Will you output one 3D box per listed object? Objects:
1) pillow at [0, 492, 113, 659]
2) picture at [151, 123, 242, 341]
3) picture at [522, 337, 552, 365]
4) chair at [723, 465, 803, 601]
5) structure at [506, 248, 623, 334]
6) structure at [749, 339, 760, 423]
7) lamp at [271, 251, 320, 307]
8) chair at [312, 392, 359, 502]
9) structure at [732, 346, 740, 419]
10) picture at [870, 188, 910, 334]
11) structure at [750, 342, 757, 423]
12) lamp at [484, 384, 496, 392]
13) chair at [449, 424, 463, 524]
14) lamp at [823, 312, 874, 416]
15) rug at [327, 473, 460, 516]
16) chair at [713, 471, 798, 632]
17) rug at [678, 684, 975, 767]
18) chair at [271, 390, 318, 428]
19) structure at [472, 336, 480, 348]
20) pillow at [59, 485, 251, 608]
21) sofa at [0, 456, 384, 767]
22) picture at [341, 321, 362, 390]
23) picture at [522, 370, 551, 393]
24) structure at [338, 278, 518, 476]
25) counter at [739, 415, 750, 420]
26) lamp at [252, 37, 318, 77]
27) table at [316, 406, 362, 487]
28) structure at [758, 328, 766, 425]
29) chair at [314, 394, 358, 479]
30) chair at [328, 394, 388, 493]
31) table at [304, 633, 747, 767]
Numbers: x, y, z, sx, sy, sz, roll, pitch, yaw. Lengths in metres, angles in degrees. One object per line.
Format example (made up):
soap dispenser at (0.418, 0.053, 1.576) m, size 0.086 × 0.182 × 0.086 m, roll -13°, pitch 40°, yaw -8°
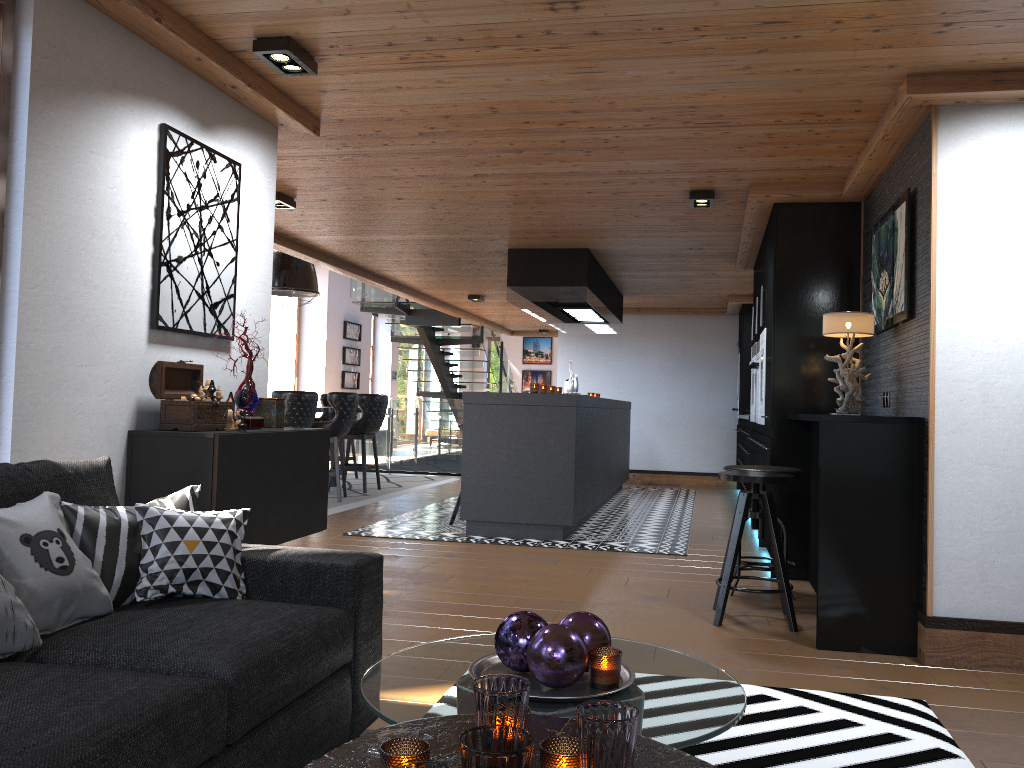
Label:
pillow at (-1.186, 0.429, 1.998) m, size 0.283 × 0.328 × 0.728 m, roll 2°, pitch -2°, yaw 2°
picture at (-1.270, -0.586, 3.608) m, size 0.020 × 0.782 × 0.565 m, roll 1°, pitch -2°, yaw 12°
picture at (0.750, -0.988, 26.261) m, size 0.875 × 0.816 × 0.036 m, roll 1°, pitch -2°, yaw 11°
chair at (1.406, 0.826, 4.997) m, size 0.438 × 0.717 × 0.444 m, roll 1°, pitch -2°, yaw 16°
structure at (0.655, -0.903, 9.293) m, size 0.707 × 0.476 × 3.264 m, roll 1°, pitch -2°, yaw 12°
structure at (1.930, -0.025, 7.025) m, size 0.089 × 0.673 × 0.596 m, roll 1°, pitch -2°, yaw 12°
lamp at (-2.364, -3.194, 9.822) m, size 0.628 × 4.687 × 0.614 m, roll 3°, pitch -3°, yaw -33°
chair at (-1.837, 0.624, 8.867) m, size 0.569 × 1.092 × 0.503 m, roll 2°, pitch -2°, yaw -4°
structure at (2.984, -0.017, 11.443) m, size 0.254 × 0.946 × 0.600 m, roll 1°, pitch -2°, yaw 12°
picture at (1.889, -0.577, 4.451) m, size 0.010 × 0.594 × 0.929 m, roll 1°, pitch -2°, yaw 12°
structure at (2.247, 0.000, 7.638) m, size 0.380 × 0.673 × 0.602 m, roll 1°, pitch -2°, yaw 12°
lamp at (-0.535, 0.689, 25.264) m, size 0.521 × 1.900 × 1.336 m, roll 0°, pitch -2°, yaw 33°
chair at (-0.229, 0.765, 7.614) m, size 0.467 × 0.840 × 0.541 m, roll 1°, pitch -2°, yaw 13°
lamp at (1.706, -0.097, 4.505) m, size 0.246 × 0.516 × 0.249 m, roll 1°, pitch -2°, yaw 15°
rug at (-2.518, 1.168, 9.527) m, size 2.540 × 0.047 × 5.655 m, roll 1°, pitch -2°, yaw 12°
chair at (1.183, 0.800, 4.320) m, size 0.391 × 0.721 × 0.394 m, roll 1°, pitch -2°, yaw 12°
rug at (0.356, 1.053, 1.895) m, size 1.654 × 0.020 × 2.913 m, roll 1°, pitch -2°, yaw 12°
chair at (-2.078, 0.606, 8.076) m, size 0.564 × 1.092 × 0.508 m, roll 1°, pitch -2°, yaw 21°
structure at (-1.070, -1.266, 26.552) m, size 0.212 × 0.349 × 0.214 m, roll 1°, pitch -2°, yaw 12°
pillow at (-1.011, 0.470, 2.503) m, size 0.541 × 0.346 × 0.297 m, roll 3°, pitch -2°, yaw -27°
sofa at (-0.714, 0.602, 1.221) m, size 2.078 × 0.819 × 3.102 m, roll 1°, pitch -2°, yaw 12°
picture at (-3.165, -0.556, 17.509) m, size 0.059 × 1.313 × 0.777 m, roll 1°, pitch -2°, yaw 12°
picture at (0.721, 0.007, 26.221) m, size 0.875 × 0.816 × 0.036 m, roll 1°, pitch -2°, yaw 11°
structure at (-3.297, 0.899, 14.827) m, size 9.168 × 6.402 × 11.072 m, roll 1°, pitch -2°, yaw 12°
counter at (2.667, 0.348, 9.178) m, size 0.529 × 0.040 × 2.578 m, roll 1°, pitch -2°, yaw 12°
lamp at (-0.893, -1.299, 3.507) m, size 0.154 × 0.068 × 0.262 m, roll 1°, pitch -2°, yaw 12°
table at (-2.634, 0.702, 9.240) m, size 1.423 × 0.950 × 3.813 m, roll 1°, pitch -2°, yaw 12°
structure at (1.806, -0.044, 6.408) m, size 0.039 × 0.672 × 0.596 m, roll 1°, pitch -2°, yaw 12°
chair at (-2.225, 0.673, 11.204) m, size 0.502 × 1.092 × 0.570 m, roll 1°, pitch -2°, yaw 11°
chair at (-1.677, 0.653, 9.821) m, size 0.566 × 1.092 × 0.506 m, roll 1°, pitch -2°, yaw 11°
table at (0.020, 0.847, 1.789) m, size 0.892 × 0.372 × 1.531 m, roll 1°, pitch -2°, yaw 13°
